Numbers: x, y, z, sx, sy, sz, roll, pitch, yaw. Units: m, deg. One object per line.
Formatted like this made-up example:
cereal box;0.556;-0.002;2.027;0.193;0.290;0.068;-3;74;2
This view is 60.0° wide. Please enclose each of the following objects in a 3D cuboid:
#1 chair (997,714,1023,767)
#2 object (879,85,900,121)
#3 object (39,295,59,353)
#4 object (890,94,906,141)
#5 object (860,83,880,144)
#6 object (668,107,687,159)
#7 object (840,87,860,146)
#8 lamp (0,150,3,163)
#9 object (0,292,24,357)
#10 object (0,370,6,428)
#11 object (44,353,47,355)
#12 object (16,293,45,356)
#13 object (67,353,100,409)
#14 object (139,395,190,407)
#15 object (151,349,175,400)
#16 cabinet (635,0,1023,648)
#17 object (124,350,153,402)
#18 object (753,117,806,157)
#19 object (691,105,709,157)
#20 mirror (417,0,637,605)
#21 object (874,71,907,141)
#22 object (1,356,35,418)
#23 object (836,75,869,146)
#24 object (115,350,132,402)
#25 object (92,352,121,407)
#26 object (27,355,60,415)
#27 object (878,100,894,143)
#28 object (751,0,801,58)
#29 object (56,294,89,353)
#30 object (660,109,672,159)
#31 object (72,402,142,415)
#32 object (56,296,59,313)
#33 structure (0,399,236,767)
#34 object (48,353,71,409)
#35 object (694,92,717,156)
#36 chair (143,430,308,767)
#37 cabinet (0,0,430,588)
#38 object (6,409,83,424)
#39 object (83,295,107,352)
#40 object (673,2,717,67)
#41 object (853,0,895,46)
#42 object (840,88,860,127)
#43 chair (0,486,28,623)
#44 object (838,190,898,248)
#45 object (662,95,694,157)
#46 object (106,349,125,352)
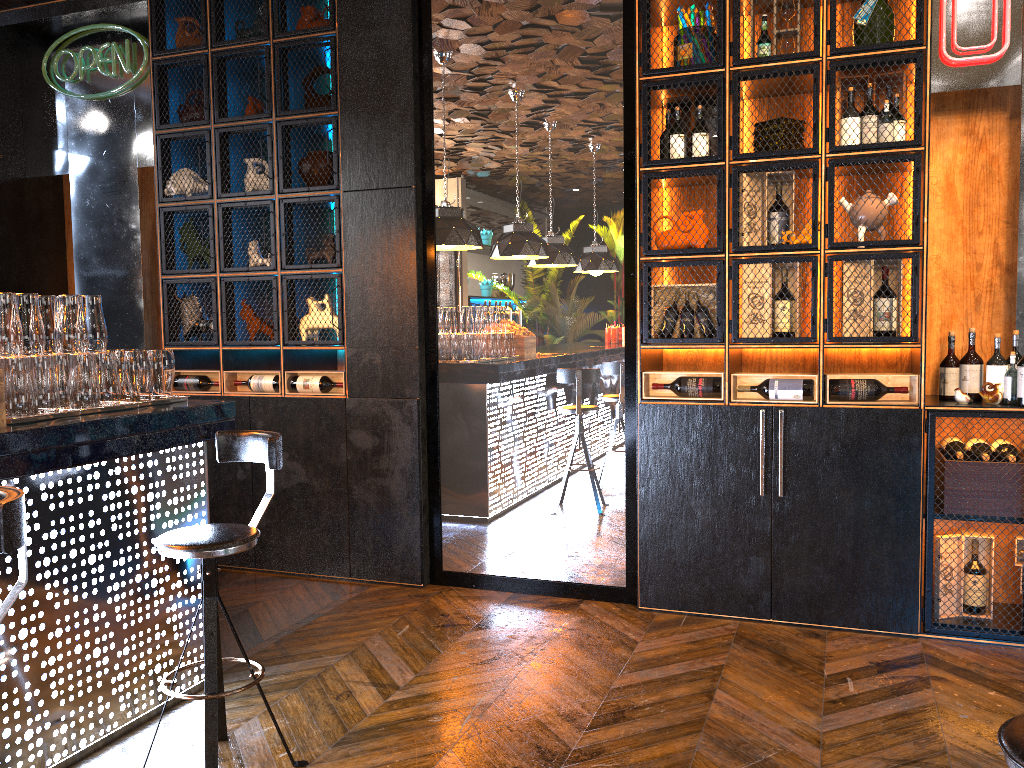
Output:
chair;0.929;0.955;1.376;0.419;0.813;0.419;0;4;15
object;1.795;-1.246;4.222;0.100;0.345;0.100;-3;5;-26
object;-1.693;-0.216;3.218;0.105;0.209;0.105;-5;6;-44
object;1.779;-1.201;4.107;0.080;0.277;0.080;1;5;29
object;1.667;-1.231;4.136;0.091;0.332;0.091;-3;5;-26
object;0.824;-1.223;4.416;0.088;0.306;0.088;1;5;29
object;1.574;-1.219;4.125;0.086;0.313;0.086;-3;5;-26
lamp;-2.105;-1.570;2.998;0.607;1.564;0.582;1;4;20
object;-1.671;-0.195;2.919;0.105;0.209;0.105;-5;6;-44
object;-1.820;-0.024;2.703;0.464;0.332;0.340;1;4;24
object;-1.743;-0.009;3.254;0.105;0.209;0.105;-5;6;-44
object;-1.643;-0.202;3.006;0.105;0.209;0.105;-5;6;-44
object;-1.528;-0.005;3.161;0.105;0.209;0.105;-5;6;-44
object;-1.550;0.065;3.541;0.437;0.019;0.273;1;4;20
object;-1.408;-0.034;3.561;0.105;0.209;0.105;-1;4;-4
cabinet;2.774;-0.603;3.861;4.416;3.514;0.691;1;4;20
object;-1.456;-0.026;3.465;0.105;0.209;0.105;-1;4;-4
object;1.287;-1.169;4.279;0.182;0.187;0.187;-4;5;-34
object;0.931;-1.222;4.391;0.088;0.306;0.088;1;5;29
mirror;0.077;-0.638;4.661;1.194;3.551;0.026;1;4;20
object;1.799;-1.267;4.218;0.132;0.390;0.122;1;5;29
object;-1.619;0.015;2.894;0.105;0.209;0.105;-5;6;-44
object;1.640;-1.268;4.272;0.132;0.390;0.122;0;4;14
object;-1.537;-0.032;3.558;0.105;0.209;0.105;-5;6;-44
object;-1.502;-0.014;3.270;0.105;0.209;0.105;-5;6;-44
object;-1.592;0.007;3.003;0.105;0.209;0.105;-5;6;-44
object;1.713;-1.177;4.059;0.065;0.237;0.065;-1;4;-6
object;1.266;-1.673;4.257;0.222;0.352;0.119;1;4;20
object;-1.581;-0.216;3.186;0.105;0.209;0.105;-5;6;-44
object;0.796;-1.234;4.507;0.086;0.313;0.086;-3;5;-31
object;-1.635;0.085;3.274;0.437;0.019;0.273;1;4;20
object;-1.659;-0.224;3.325;0.105;0.209;0.105;-5;6;-44
structure;-2.727;0.596;1.016;1.214;1.685;6.009;1;4;20
object;-1.632;-0.008;3.213;0.105;0.209;0.105;-5;6;-44
object;1.007;-1.278;4.532;0.144;0.392;0.116;0;4;15
chair;-0.957;0.728;2.888;0.419;1.108;0.476;2;5;30
cabinet;-2.490;-0.665;5.820;4.416;3.514;0.691;1;4;20
object;-1.726;0.106;3.007;0.437;0.019;0.273;1;4;20
object;-1.553;-0.222;3.273;0.105;0.209;0.105;-5;6;-44
object;0.920;-1.699;4.436;0.222;0.390;0.224;-1;4;5
object;1.636;-1.641;4.069;0.229;0.294;0.165;-2;4;-11
object;1.605;-1.242;4.201;0.100;0.345;0.254;1;4;22
chair;-1.261;0.803;1.884;0.419;1.108;0.476;2;5;35
object;1.636;-0.757;4.072;0.237;0.266;0.164;-1;4;-8
object;0.864;-1.282;4.613;0.144;0.392;0.116;1;4;25
object;-1.639;-0.037;3.652;0.105;0.209;0.105;-5;6;-44
